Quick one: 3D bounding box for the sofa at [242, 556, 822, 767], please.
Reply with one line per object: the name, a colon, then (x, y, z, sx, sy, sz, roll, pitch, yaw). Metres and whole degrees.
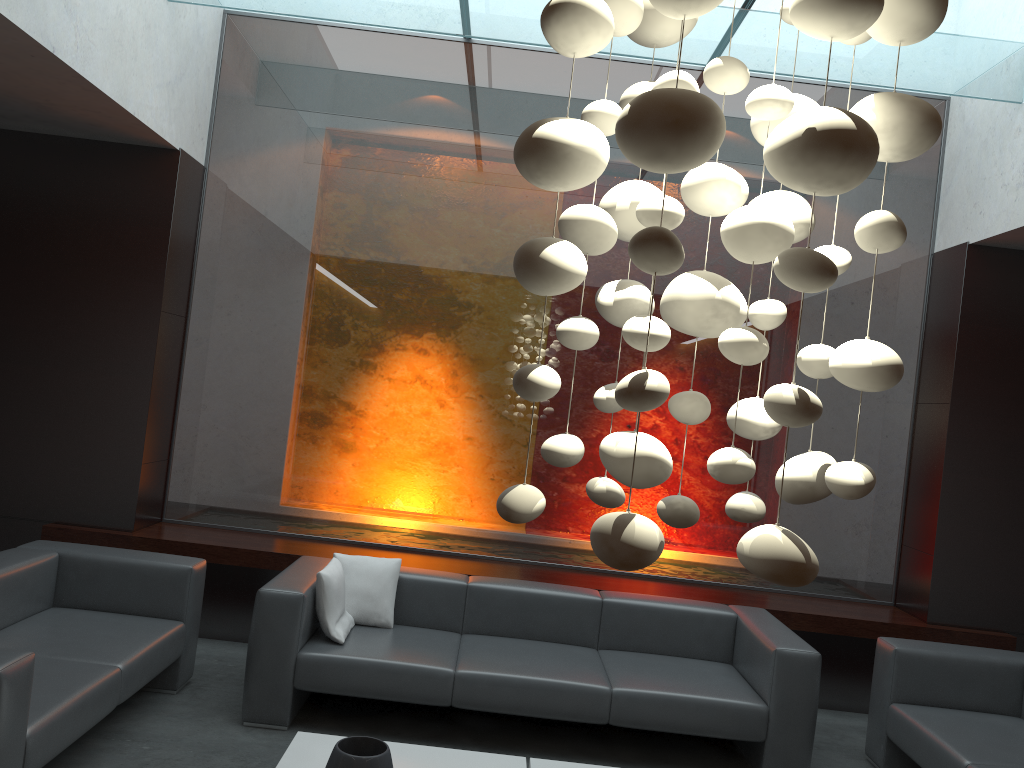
sofa: (0.097, 1.448, 4.682, 2.781, 0.652, 0.943, 7, -1, 0)

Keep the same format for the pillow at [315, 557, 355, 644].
pillow: (-0.905, 1.105, 4.548, 0.186, 0.358, 0.376, 7, -1, -2)

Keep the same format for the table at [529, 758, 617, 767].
table: (0.571, 1.753, 3.371, 1.000, 0.150, 1.000, 7, -1, 0)

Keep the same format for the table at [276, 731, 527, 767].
table: (-0.439, 1.635, 3.362, 1.000, 0.150, 1.000, 7, -1, 0)

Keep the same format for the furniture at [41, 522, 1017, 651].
furniture: (0.112, 1.268, 5.719, 6.000, 0.109, 0.600, 7, -1, 0)

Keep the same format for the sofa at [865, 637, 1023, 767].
sofa: (2.388, 1.699, 3.794, 0.943, 0.652, 2.025, 7, -1, 0)

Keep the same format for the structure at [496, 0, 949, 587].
structure: (0.350, -0.483, 1.507, 1.002, 1.529, 1.002, 8, -1, -42)

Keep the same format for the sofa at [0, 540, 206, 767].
sofa: (-2.105, 1.174, 3.756, 0.943, 0.652, 2.025, 7, -1, 0)

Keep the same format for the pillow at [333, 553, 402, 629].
pillow: (-0.809, 1.120, 4.818, 0.376, 0.361, 0.169, 7, -1, -2)

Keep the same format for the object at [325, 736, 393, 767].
object: (-0.526, 1.386, 3.016, 0.265, 0.309, 0.265, 7, -1, -28)
